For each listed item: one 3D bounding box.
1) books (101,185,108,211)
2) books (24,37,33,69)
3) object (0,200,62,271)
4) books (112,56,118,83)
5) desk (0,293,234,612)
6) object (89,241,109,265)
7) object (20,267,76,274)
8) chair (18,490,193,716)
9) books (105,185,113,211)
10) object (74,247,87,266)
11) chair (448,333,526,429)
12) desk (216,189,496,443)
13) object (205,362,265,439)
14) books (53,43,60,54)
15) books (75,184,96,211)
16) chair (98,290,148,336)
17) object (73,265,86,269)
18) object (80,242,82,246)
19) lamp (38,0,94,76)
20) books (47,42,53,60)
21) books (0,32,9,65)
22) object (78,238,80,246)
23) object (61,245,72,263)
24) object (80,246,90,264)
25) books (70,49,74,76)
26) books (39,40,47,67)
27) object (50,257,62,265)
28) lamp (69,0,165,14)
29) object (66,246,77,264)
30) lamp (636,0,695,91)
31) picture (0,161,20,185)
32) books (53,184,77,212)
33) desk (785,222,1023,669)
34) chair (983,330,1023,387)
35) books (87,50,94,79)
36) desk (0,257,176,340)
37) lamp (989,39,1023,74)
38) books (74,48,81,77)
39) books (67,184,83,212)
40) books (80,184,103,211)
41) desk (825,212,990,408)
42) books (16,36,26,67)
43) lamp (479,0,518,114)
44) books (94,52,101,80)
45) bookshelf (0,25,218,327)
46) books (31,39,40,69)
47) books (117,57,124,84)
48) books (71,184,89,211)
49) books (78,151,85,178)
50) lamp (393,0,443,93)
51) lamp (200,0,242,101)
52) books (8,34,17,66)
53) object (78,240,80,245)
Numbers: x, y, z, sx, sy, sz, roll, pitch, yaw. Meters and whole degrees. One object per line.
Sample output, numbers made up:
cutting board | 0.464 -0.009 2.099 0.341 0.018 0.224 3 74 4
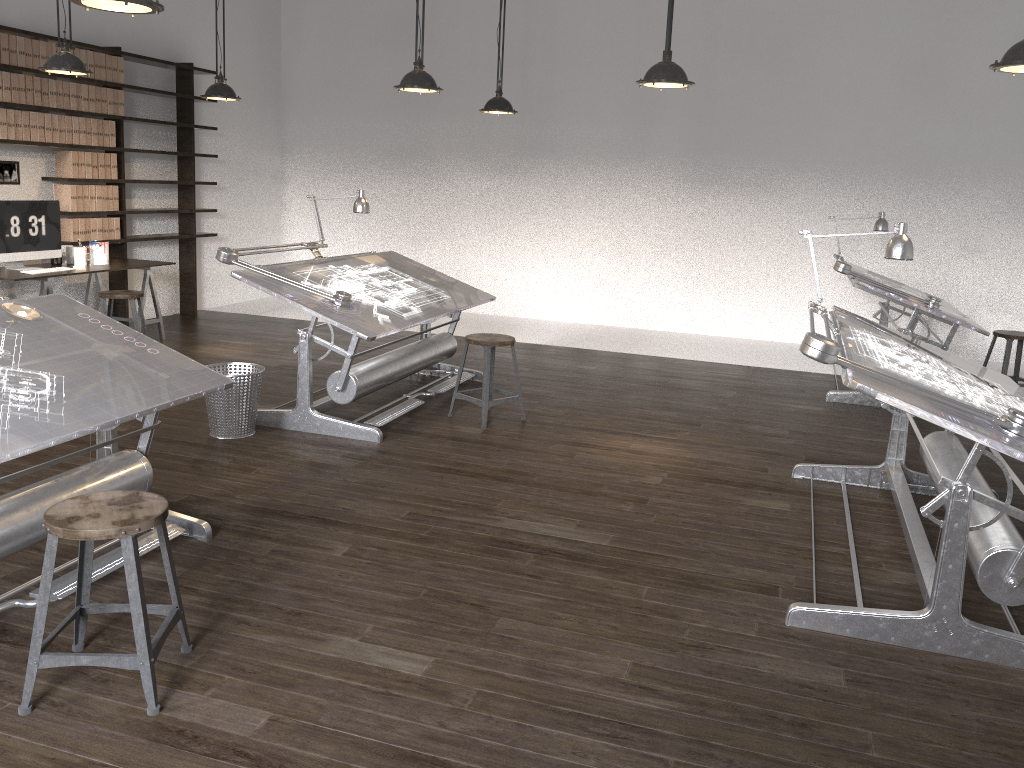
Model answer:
books | -3.589 -1.606 7.660 0.175 0.224 0.067 6 11 17
books | -3.771 -2.534 6.786 0.174 0.223 0.067 6 11 17
object | -3.683 -1.122 6.662 0.205 0.513 0.648 6 12 17
books | -3.493 -2.712 7.635 0.174 0.223 0.067 6 11 17
desk | -1.981 0.087 2.676 1.078 1.374 2.298 6 12 17
object | -3.384 -1.073 7.263 0.145 0.194 0.145 1 11 -10
object | -3.460 -0.847 6.614 0.119 0.017 0.443 6 13 12
chair | -1.142 0.606 2.517 0.371 0.523 0.362 2 11 -4
books | -3.574 -1.619 7.721 0.175 0.223 0.067 6 11 17
object | -3.465 -1.024 7.116 0.095 0.143 0.095 13 15 43
chair | -0.148 -0.033 5.555 0.373 0.523 0.360 -8 15 -43
desk | -0.942 -0.574 5.825 1.078 1.374 2.086 6 12 17
object | -1.572 0.098 4.981 0.355 0.374 0.354 12 14 38
books | -3.686 -2.586 7.037 0.175 0.223 0.067 6 11 17
books | -3.635 -1.579 7.531 0.174 0.223 0.067 6 11 17
chair | -2.972 -0.436 6.756 0.371 0.523 0.362 0 11 -14
object | -3.376 -0.917 6.909 0.106 0.028 0.059 6 13 14
object | -3.537 -1.089 7.308 0.053 0.156 0.007 3 10 1
lamp | -2.719 -3.034 5.314 0.314 2.233 0.312 12 13 41
books | -3.707 -2.574 6.979 0.175 0.223 0.067 6 11 17
books | -3.834 -2.490 6.581 0.175 0.224 0.067 6 11 17
object | -3.548 -1.096 7.283 0.045 0.202 0.007 2 10 -2
object | -3.634 -1.059 7.237 0.095 0.143 0.095 10 13 34
object | -3.475 -1.046 7.209 0.068 0.153 0.068 2 10 -6
books | -3.643 -2.615 7.172 0.175 0.223 0.067 6 11 17
books | -3.723 -2.560 6.915 0.175 0.224 0.067 6 11 17
object | -3.642 -1.021 7.080 0.092 0.141 0.097 2 11 -3
lamp | -1.345 -2.434 2.942 0.314 2.233 0.312 10 13 37
object | -3.556 -1.040 7.173 0.096 0.142 0.097 10 13 34
lamp | 0.866 -2.679 4.518 0.314 2.246 0.312 12 13 41
picture | -3.980 -1.660 6.957 0.023 0.182 0.253 6 12 17
books | -3.698 -1.538 7.333 0.175 0.224 0.067 6 11 17
desk | 1.678 0.041 3.643 1.078 1.374 2.086 6 12 17
chair | 3.843 -0.130 6.817 0.371 0.523 0.362 2 11 -4
books | -3.572 -2.656 7.369 0.175 0.223 0.067 6 11 17
desk | -3.490 -0.596 7.027 0.656 0.663 1.682 6 13 17
lamp | 2.151 -2.370 3.382 0.312 2.233 0.313 2 10 -3
books | -3.623 -2.629 7.238 0.174 0.223 0.067 6 11 17
books | -3.680 -1.552 7.400 0.175 0.223 0.067 6 11 17
books | -3.610 -1.593 7.598 0.175 0.223 0.067 6 11 17
desk | 3.032 -0.669 7.075 1.078 1.374 2.086 6 12 17
books | -3.789 -2.519 6.719 0.174 0.223 0.067 6 11 17
lamp | -0.056 -3.254 6.847 0.312 2.233 0.313 2 10 -3
books | -3.550 -2.670 7.437 0.175 0.224 0.067 6 11 17
bookshelf | -4.627 -0.728 4.890 0.374 3.177 9.253 6 13 17
books | -3.749 -2.548 6.853 0.175 0.223 0.067 6 11 17
books | -3.467 -2.725 7.699 0.174 0.223 0.067 6 11 17
books | -3.661 -1.566 7.466 0.174 0.223 0.067 6 11 17
books | -3.657 -1.828 7.389 0.174 0.223 0.067 6 11 17
lamp | -0.538 -2.948 5.388 0.314 2.233 0.312 12 13 41
lamp | -2.238 -3.340 6.773 0.314 2.233 0.312 12 13 41
books | -3.816 -2.506 6.653 0.175 0.223 0.067 6 11 17
object | -3.535 -1.095 7.276 0.055 0.179 0.007 3 10 -1
